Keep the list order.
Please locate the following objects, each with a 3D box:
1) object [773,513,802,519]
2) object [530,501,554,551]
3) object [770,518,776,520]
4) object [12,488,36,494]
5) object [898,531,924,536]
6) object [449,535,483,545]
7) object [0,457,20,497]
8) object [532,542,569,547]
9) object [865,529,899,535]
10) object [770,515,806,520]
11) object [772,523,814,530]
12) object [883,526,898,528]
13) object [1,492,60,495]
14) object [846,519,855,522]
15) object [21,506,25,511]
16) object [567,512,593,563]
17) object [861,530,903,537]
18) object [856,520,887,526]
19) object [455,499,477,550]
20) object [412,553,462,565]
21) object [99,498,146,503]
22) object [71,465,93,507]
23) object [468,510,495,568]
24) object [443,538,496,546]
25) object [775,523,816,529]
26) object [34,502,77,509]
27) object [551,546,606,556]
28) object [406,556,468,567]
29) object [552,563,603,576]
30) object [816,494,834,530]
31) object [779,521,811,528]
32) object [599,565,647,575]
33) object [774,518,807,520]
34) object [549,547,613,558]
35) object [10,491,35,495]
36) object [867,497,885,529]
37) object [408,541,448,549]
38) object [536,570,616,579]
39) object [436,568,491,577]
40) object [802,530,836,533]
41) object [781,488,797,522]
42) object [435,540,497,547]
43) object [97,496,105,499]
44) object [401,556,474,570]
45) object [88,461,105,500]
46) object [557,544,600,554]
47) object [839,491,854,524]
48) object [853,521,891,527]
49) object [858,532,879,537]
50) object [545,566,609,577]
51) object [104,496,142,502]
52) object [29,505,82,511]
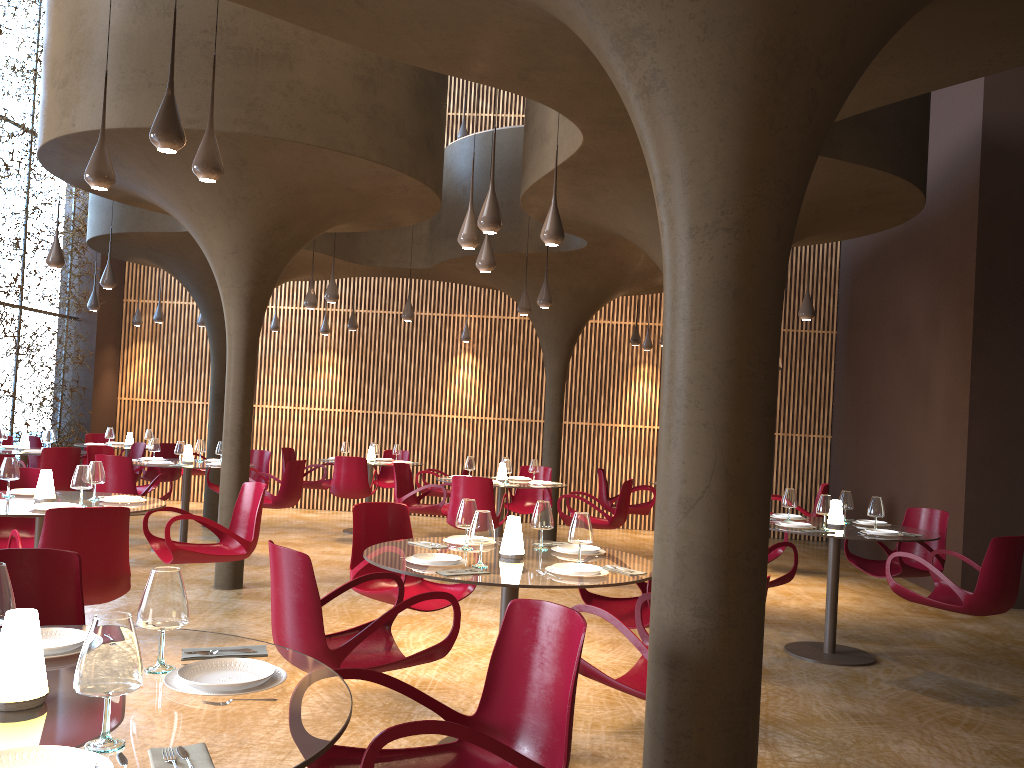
[{"bbox_3d":[2.574,1.241,8.297,0.263,0.029,0.263,2,-3,33],"label":"object"},{"bbox_3d":[0.184,0.867,5.432,0.142,0.295,0.142,2,-1,36],"label":"object"},{"bbox_3d":[2.299,1.238,8.170,0.126,0.017,0.262,4,-3,-28],"label":"object"},{"bbox_3d":[-3.764,0.842,6.932,0.263,0.029,0.263,4,-3,-24],"label":"object"},{"bbox_3d":[3.324,1.266,7.485,0.126,0.017,0.262,5,-3,-32],"label":"object"},{"bbox_3d":[-0.263,0.974,5.520,0.263,0.029,0.263,1,-3,41],"label":"object"},{"bbox_3d":[-3.803,0.704,6.705,0.142,0.295,0.142,4,-2,-43],"label":"object"},{"bbox_3d":[0.268,1.025,5.651,0.262,0.017,0.126,4,-3,-30],"label":"object"},{"bbox_3d":[3.061,1.228,7.338,0.263,0.029,0.263,3,-2,-10],"label":"object"},{"bbox_3d":[2.574,1.251,8.297,0.332,0.014,0.332,4,-2,-12],"label":"object"},{"bbox_3d":[2.413,1.214,7.565,0.204,0.012,0.410,4,-3,-27],"label":"object"},{"bbox_3d":[3.299,1.284,8.120,0.204,0.012,0.410,4,-3,-31],"label":"object"},{"bbox_3d":[-3.761,0.854,6.935,0.411,0.012,0.204,5,-3,-35],"label":"object"},{"bbox_3d":[3.177,1.295,8.402,0.262,0.017,0.126,4,-3,-27],"label":"object"},{"bbox_3d":[-3.140,0.853,6.092,0.411,0.012,0.204,5,-3,-31],"label":"object"},{"bbox_3d":[0.375,0.854,4.865,0.142,0.295,0.142,2,-1,31],"label":"object"},{"bbox_3d":[3.061,1.238,7.338,0.332,0.014,0.332,4,-2,-13],"label":"object"},{"bbox_3d":[3.297,1.273,8.124,0.263,0.029,0.263,5,-3,-36],"label":"object"},{"bbox_3d":[-0.267,0.837,5.289,0.142,0.295,0.142,4,-1,-30],"label":"object"},{"bbox_3d":[-0.398,0.933,4.711,0.263,0.029,0.263,1,-3,40],"label":"object"},{"bbox_3d":[-2.964,0.888,6.756,0.331,0.014,0.332,2,-3,28],"label":"object"},{"bbox_3d":[-3.068,0.728,6.322,0.142,0.295,0.142,4,-1,-40],"label":"object"},{"bbox_3d":[-0.161,0.817,4.678,0.142,0.295,0.142,3,-1,-1],"label":"object"},{"bbox_3d":[-0.264,0.984,5.520,0.331,0.014,0.332,3,-2,12],"label":"object"},{"bbox_3d":[2.416,1.212,7.562,0.332,0.014,0.332,4,-2,-10],"label":"object"},{"bbox_3d":[-3.135,0.842,6.095,0.263,0.029,0.263,4,-3,-30],"label":"object"},{"bbox_3d":[0.404,1.014,5.380,0.332,0.014,0.332,3,-2,9],"label":"object"},{"bbox_3d":[-0.399,0.943,4.711,0.332,0.014,0.332,3,-2,2],"label":"object"},{"bbox_3d":[0.340,0.970,4.631,0.263,0.029,0.263,2,-3,26],"label":"object"},{"bbox_3d":[2.642,1.084,7.485,0.142,0.295,0.142,3,-1,10],"label":"object"},{"bbox_3d":[2.416,1.203,7.562,0.263,0.029,0.263,5,-3,-39],"label":"object"},{"bbox_3d":[0.595,1.007,4.792,0.126,0.017,0.262,5,-3,-35],"label":"object"},{"bbox_3d":[2.577,1.253,8.299,0.411,0.012,0.204,5,-3,-32],"label":"object"},{"bbox_3d":[0.407,1.015,5.377,0.204,0.012,0.410,5,-3,-34],"label":"object"},{"bbox_3d":[-3.765,0.852,6.931,0.331,0.014,0.332,2,-3,21],"label":"object"},{"bbox_3d":[3.108,1.113,7.570,0.142,0.295,0.142,3,-1,-11],"label":"object"},{"bbox_3d":[-0.508,0.970,5.341,0.126,0.017,0.262,5,-3,-40],"label":"object"},{"bbox_3d":[0.337,0.981,4.628,0.411,0.012,0.204,5,-3,-40],"label":"object"},{"bbox_3d":[-0.246,0.948,4.450,0.262,0.017,0.126,5,-3,-34],"label":"object"},{"bbox_3d":[2.516,1.213,7.276,0.262,0.017,0.126,4,-3,-23],"label":"object"},{"bbox_3d":[2.524,1.102,8.072,0.142,0.295,0.142,2,-1,38],"label":"object"},{"bbox_3d":[-0.261,0.985,5.524,0.411,0.012,0.204,5,-3,-44],"label":"object"},{"bbox_3d":[-3.131,0.897,7.008,0.262,0.017,0.126,5,-3,-37],"label":"object"},{"bbox_3d":[-0.402,0.944,4.714,0.204,0.012,0.410,5,-3,-38],"label":"object"},{"bbox_3d":[-3.188,0.740,6.780,0.142,0.295,0.142,3,-1,18],"label":"object"},{"bbox_3d":[0.405,1.004,5.381,0.263,0.029,0.263,3,-2,2],"label":"object"},{"bbox_3d":[3.080,1.137,8.189,0.142,0.295,0.142,3,-1,17],"label":"object"},{"bbox_3d":[3.297,1.283,8.124,0.331,0.014,0.332,2,-3,22],"label":"object"},{"bbox_3d":[3.057,1.239,7.335,0.411,0.012,0.204,5,-3,-37],"label":"object"},{"bbox_3d":[0.340,0.980,4.631,0.331,0.014,0.332,2,-3,29],"label":"object"},{"bbox_3d":[-2.963,0.879,6.756,0.263,0.029,0.263,5,-3,-40],"label":"object"},{"bbox_3d":[-3.136,0.852,6.095,0.331,0.014,0.332,2,-3,24],"label":"object"}]
